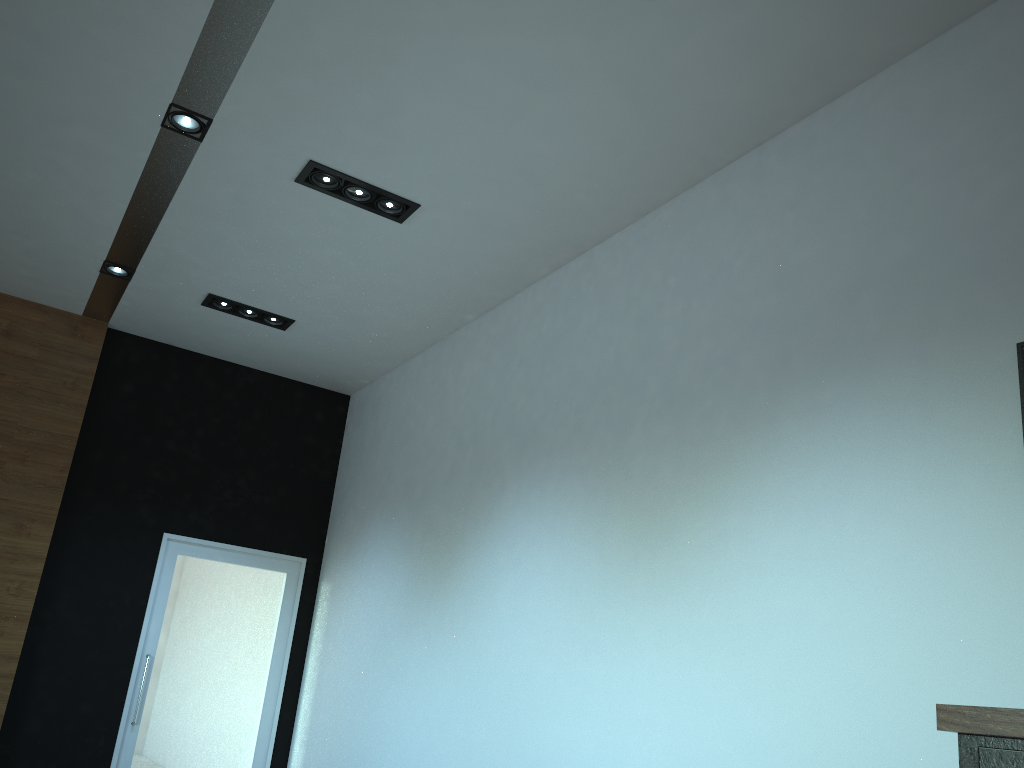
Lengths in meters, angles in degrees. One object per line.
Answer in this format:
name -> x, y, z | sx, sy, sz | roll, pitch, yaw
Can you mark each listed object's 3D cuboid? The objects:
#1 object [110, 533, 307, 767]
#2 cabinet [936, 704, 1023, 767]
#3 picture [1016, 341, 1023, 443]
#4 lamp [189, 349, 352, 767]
object -> -2.440, 2.380, 7.124 | 1.204, 2.131, 0.202 | 17, -21, -29
cabinet -> 1.801, 1.090, 0.958 | 0.771, 1.216, 2.367 | 17, -22, -28
picture -> 1.658, 0.057, 2.538 | 0.028, 0.477, 0.383 | 16, -21, -28
lamp -> -4.308, -0.041, 3.327 | 9.444, 3.659, 16.821 | 17, -23, -28
